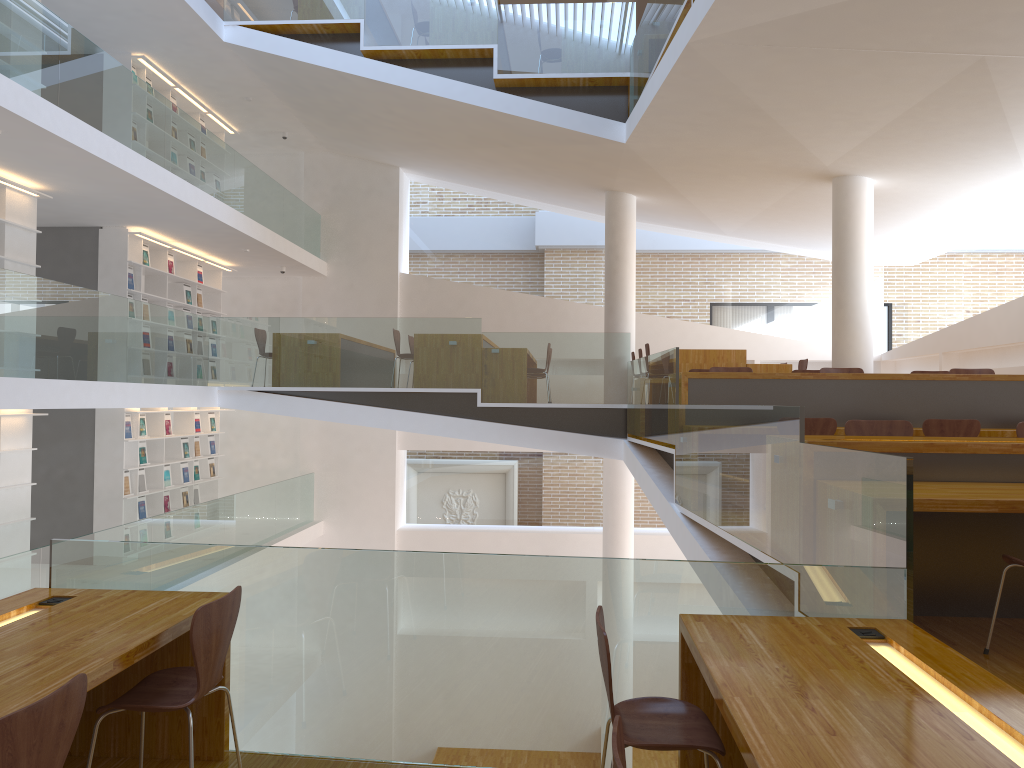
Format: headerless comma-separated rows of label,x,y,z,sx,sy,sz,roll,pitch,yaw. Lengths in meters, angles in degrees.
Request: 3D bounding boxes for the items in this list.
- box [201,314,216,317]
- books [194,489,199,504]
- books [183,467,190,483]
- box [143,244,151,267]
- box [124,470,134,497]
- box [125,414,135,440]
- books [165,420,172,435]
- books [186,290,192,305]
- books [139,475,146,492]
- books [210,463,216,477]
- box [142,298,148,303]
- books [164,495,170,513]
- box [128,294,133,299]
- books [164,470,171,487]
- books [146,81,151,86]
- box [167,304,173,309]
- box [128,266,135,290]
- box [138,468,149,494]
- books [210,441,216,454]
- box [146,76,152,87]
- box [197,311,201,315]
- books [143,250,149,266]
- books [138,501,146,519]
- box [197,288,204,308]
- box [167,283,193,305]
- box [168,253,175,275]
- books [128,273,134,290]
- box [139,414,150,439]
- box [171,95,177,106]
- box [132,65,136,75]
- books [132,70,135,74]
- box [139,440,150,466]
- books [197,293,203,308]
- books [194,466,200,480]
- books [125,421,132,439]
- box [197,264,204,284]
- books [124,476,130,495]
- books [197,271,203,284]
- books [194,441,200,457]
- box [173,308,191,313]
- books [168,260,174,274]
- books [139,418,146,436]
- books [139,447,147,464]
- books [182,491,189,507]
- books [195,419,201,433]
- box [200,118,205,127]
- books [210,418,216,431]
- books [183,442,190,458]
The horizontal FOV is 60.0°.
box,-4.416,-0.854,12.869,0.274,0.296,0.245,0,-1,4
books,-4.369,1.563,12.266,0.037,0.210,0.145,0,-1,4
books,-4.387,1.231,11.938,0.037,0.210,0.145,0,-1,4
box,-4.544,-1.554,10.762,0.274,0.296,0.245,0,-1,4
box,-4.594,1.155,10.333,0.274,0.296,0.245,0,-1,4
box,-4.588,0.501,10.348,0.274,0.296,0.245,0,-1,4
books,-4.419,0.568,11.394,0.037,0.210,0.145,0,-1,4
books,-4.367,-1.157,11.987,0.037,0.210,0.145,0,-1,4
books,-4.466,1.203,10.695,0.037,0.210,0.145,0,-1,4
books,-4.331,1.254,12.827,0.037,0.210,0.145,0,-1,4
box,-4.550,-0.898,10.750,0.274,0.296,0.245,0,-1,4
books,-4.428,1.540,11.374,0.037,0.210,0.145,0,-1,4
box,-4.574,-0.906,10.376,0.274,0.296,0.245,0,-1,4
books,-4.425,1.212,11.381,0.037,0.210,0.145,0,-1,4
books,-4.422,-3.563,10.792,0.037,0.210,0.145,0,-1,4
box,-4.506,-0.883,11.447,0.274,0.296,0.245,0,-1,4
box,-4.571,-1.234,10.376,0.274,0.296,0.245,0,-1,4
box,-4.571,1.163,10.708,0.274,0.296,0.245,0,-1,4
books,-4.328,0.929,12.830,0.037,0.210,0.145,0,-1,4
box,-4.524,-3.600,10.804,0.274,0.296,0.245,0,-1,4
box,-4.450,-0.864,12.335,0.274,0.296,0.245,0,-1,4
books,-4.442,-1.514,10.750,0.037,0.210,0.145,0,-1,4
books,-4.467,1.523,10.713,0.037,0.210,0.145,0,-1,4
box,-4.446,-1.193,12.352,0.274,0.296,0.245,0,-1,4
box,-4.469,-1.200,11.991,0.274,0.296,0.245,0,-1,4
box,-4.499,-1.541,11.439,0.274,0.296,0.245,0,-1,4
books,-4.466,-1.192,10.372,0.037,0.210,0.145,0,-1,4
box,-4.564,0.506,10.720,0.274,0.296,0.245,0,-1,4
box,-4.479,-3.587,11.481,0.274,0.296,0.245,0,-1,4
box,-4.549,-3.609,10.408,0.274,0.296,0.245,0,-1,4
books,-4.448,-3.575,10.392,0.037,0.210,0.145,0,-1,4
box,-4.566,0.830,10.738,0.274,0.296,0.245,0,-1,4
books,-4.345,-1.150,12.336,0.037,0.210,0.145,0,-1,4
books,-4.366,1.238,12.273,0.037,0.210,0.145,0,-1,4
books,-4.482,0.543,10.344,0.037,0.210,0.145,0,-1,4
box,-4.443,-1.520,12.359,0.274,0.296,0.245,0,-1,4
books,-4.493,1.185,10.314,0.037,0.210,0.145,0,-1,4
books,-4.342,-1.464,12.343,0.037,0.210,0.145,0,-1,4
books,-4.365,0.902,12.294,0.037,0.210,0.145,0,-1,4
box,-4.472,-0.872,11.984,0.274,0.296,0.245,0,-1,4
books,-4.399,-1.483,11.436,0.037,0.210,0.145,0,-1,4
books,-4.462,0.517,10.701,0.037,0.210,0.145,0,-1,4
books,-4.461,0.872,10.717,0.037,0.210,0.145,0,-1,4
books,-4.390,1.556,11.935,0.037,0.210,0.145,0,-1,4
books,-4.361,0.587,12.301,0.037,0.210,0.145,0,-1,4
box,-4.423,-3.567,12.400,0.274,0.296,0.245,0,-1,4
books,-4.327,0.593,12.837,0.037,0.210,0.145,0,-1,4
books,-4.387,0.894,11.945,0.037,0.210,0.145,0,-1,4
